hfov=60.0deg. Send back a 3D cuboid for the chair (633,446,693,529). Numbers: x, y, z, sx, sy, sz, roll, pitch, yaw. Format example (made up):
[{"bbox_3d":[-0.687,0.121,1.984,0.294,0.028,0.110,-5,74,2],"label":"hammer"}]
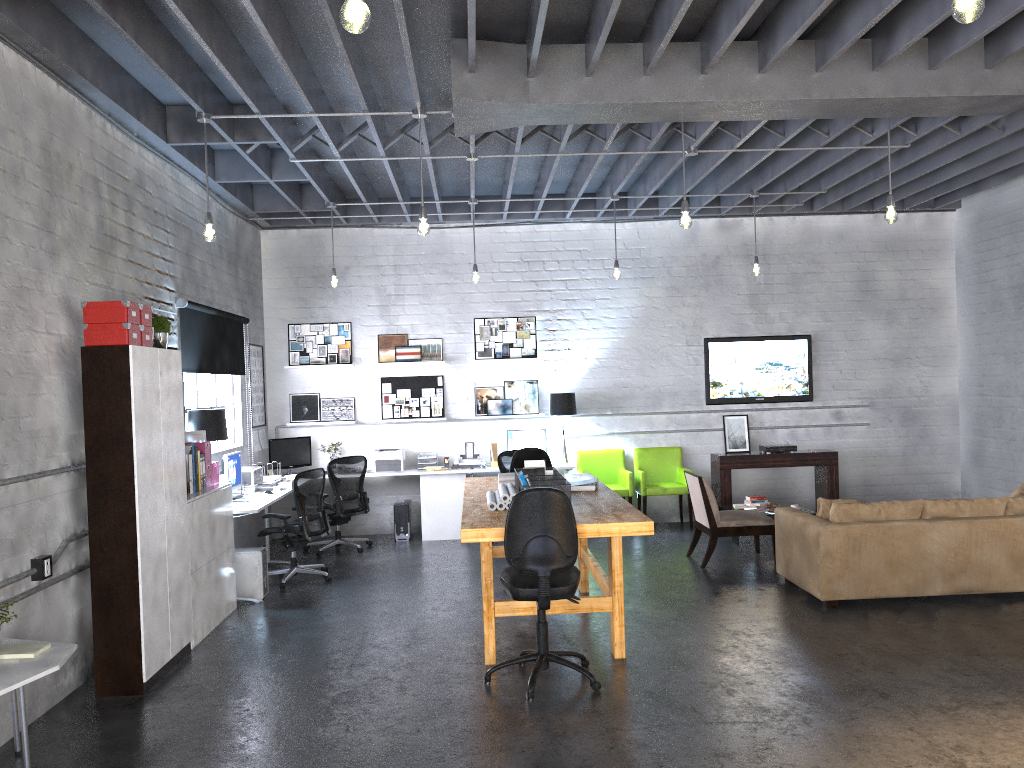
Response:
[{"bbox_3d":[1.782,1.222,10.475,0.611,0.920,0.516,-2,1,-2],"label":"chair"}]

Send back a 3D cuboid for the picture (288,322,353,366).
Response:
[{"bbox_3d":[-2.273,-0.472,10.503,0.749,0.503,0.058,-2,1,-2],"label":"picture"}]

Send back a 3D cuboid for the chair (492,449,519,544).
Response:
[{"bbox_3d":[0.038,1.226,9.869,0.731,1.031,0.753,-2,1,-34],"label":"chair"}]

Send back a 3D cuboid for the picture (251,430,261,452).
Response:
[{"bbox_3d":[-2.843,0.634,9.864,0.036,0.221,0.289,-2,0,-2],"label":"picture"}]

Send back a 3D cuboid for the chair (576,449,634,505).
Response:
[{"bbox_3d":[1.088,1.246,10.445,0.611,0.920,0.516,-2,1,-2],"label":"chair"}]

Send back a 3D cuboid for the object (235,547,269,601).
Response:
[{"bbox_3d":[-2.340,1.619,7.547,0.478,0.411,0.200,-2,1,-2],"label":"object"}]

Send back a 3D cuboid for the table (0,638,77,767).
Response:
[{"bbox_3d":[-2.311,1.559,3.896,0.517,0.532,1.336,-2,0,-2],"label":"table"}]

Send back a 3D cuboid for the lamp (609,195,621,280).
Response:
[{"bbox_3d":[1.087,-1.534,9.313,0.104,0.878,0.104,-2,1,-2],"label":"lamp"}]

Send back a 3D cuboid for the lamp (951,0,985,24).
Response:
[{"bbox_3d":[1.375,-1.540,2.694,0.104,0.878,0.104,-2,1,16],"label":"lamp"}]

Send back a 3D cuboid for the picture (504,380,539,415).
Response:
[{"bbox_3d":[0.115,0.162,10.622,0.410,0.408,0.047,-2,1,-2],"label":"picture"}]

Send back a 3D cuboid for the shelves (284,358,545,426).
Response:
[{"bbox_3d":[-1.135,0.088,10.491,3.024,0.694,0.199,-2,1,-2],"label":"shelves"}]

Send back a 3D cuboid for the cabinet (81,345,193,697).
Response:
[{"bbox_3d":[-2.339,0.801,5.598,0.291,2.047,0.873,-2,1,-2],"label":"cabinet"}]

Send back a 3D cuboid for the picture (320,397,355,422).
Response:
[{"bbox_3d":[-2.071,0.303,10.530,0.410,0.277,0.036,-2,1,-2],"label":"picture"}]

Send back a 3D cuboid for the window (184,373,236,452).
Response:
[{"bbox_3d":[-2.905,0.037,8.427,0.030,1.220,1.821,-2,0,-2],"label":"window"}]

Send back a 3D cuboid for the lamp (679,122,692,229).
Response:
[{"bbox_3d":[1.219,-1.537,6.288,0.104,0.878,0.104,-2,1,-2],"label":"lamp"}]

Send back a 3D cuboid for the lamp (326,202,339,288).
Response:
[{"bbox_3d":[-1.856,-1.433,9.187,0.104,0.878,0.104,-2,1,-2],"label":"lamp"}]

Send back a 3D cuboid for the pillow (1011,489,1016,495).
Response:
[{"bbox_3d":[4.271,1.050,7.229,0.238,0.375,0.749,-2,0,-3],"label":"pillow"}]

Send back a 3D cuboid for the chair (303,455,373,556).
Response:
[{"bbox_3d":[-1.919,1.293,9.632,0.753,1.031,0.731,-2,1,21],"label":"chair"}]

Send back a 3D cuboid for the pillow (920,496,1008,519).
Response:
[{"bbox_3d":[3.434,1.059,6.839,0.666,0.402,0.291,-2,1,-2],"label":"pillow"}]

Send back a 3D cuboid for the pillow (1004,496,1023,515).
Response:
[{"bbox_3d":[4.086,1.037,6.859,0.663,0.386,0.308,-2,1,0],"label":"pillow"}]

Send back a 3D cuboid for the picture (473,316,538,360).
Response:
[{"bbox_3d":[-0.077,-0.547,10.597,0.749,0.503,0.058,-2,1,-2],"label":"picture"}]

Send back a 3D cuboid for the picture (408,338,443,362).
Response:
[{"bbox_3d":[-1.031,-0.401,10.563,0.410,0.277,0.036,-2,1,-2],"label":"picture"}]

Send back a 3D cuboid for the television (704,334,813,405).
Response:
[{"bbox_3d":[2.984,-0.171,10.728,1.324,0.816,0.021,-2,1,-3],"label":"television"}]

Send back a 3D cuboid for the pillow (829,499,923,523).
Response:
[{"bbox_3d":[2.760,1.082,6.810,0.704,0.402,0.291,-2,1,-2],"label":"pillow"}]

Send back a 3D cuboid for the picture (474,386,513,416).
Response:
[{"bbox_3d":[-0.219,0.205,10.600,0.452,0.345,0.054,-2,1,-2],"label":"picture"}]

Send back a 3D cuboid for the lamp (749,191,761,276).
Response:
[{"bbox_3d":[2.573,-1.585,9.377,0.104,0.878,0.104,-1,1,41],"label":"lamp"}]

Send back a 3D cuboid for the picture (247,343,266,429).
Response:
[{"bbox_3d":[-2.880,0.021,10.019,0.020,0.935,0.658,-2,1,-2],"label":"picture"}]

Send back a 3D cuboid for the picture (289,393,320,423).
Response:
[{"bbox_3d":[-2.456,0.283,10.516,0.355,0.343,0.042,-2,1,-2],"label":"picture"}]

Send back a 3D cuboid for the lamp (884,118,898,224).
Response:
[{"bbox_3d":[2.704,-1.588,6.352,0.104,0.878,0.104,-1,1,41],"label":"lamp"}]

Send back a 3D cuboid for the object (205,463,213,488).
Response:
[{"bbox_3d":[-2.473,0.719,6.926,0.214,0.177,0.161,-2,1,-2],"label":"object"}]

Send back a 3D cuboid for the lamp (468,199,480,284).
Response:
[{"bbox_3d":[-0.393,-1.483,9.250,0.104,0.878,0.104,-2,1,-2],"label":"lamp"}]

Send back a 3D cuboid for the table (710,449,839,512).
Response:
[{"bbox_3d":[3.132,1.226,10.592,1.410,0.820,0.403,-2,1,-2],"label":"table"}]

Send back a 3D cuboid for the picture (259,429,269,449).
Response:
[{"bbox_3d":[-2.858,0.634,10.211,0.036,0.221,0.289,-2,0,-2],"label":"picture"}]

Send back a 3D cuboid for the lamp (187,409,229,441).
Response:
[{"bbox_3d":[-2.540,0.629,7.419,0.333,0.832,0.333,-3,1,-41],"label":"lamp"}]

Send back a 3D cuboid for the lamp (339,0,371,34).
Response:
[{"bbox_3d":[-0.477,-1.477,2.615,0.104,0.878,0.104,-2,1,16],"label":"lamp"}]

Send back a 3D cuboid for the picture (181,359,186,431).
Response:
[{"bbox_3d":[-2.751,0.159,7.162,0.020,0.780,0.606,-2,1,-2],"label":"picture"}]

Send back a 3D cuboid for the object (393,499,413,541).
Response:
[{"bbox_3d":[-1.263,1.581,10.308,0.180,0.411,0.476,-2,0,-2],"label":"object"}]

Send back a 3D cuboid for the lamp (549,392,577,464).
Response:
[{"bbox_3d":[0.607,0.520,10.443,0.333,0.832,0.333,-3,1,-41],"label":"lamp"}]

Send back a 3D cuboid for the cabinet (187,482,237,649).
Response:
[{"bbox_3d":[-2.465,1.318,6.638,0.465,1.021,1.151,-2,0,-2],"label":"cabinet"}]

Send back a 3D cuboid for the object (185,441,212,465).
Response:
[{"bbox_3d":[-2.479,0.542,6.923,0.214,0.177,0.161,-2,1,-2],"label":"object"}]

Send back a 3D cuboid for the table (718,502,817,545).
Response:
[{"bbox_3d":[2.759,1.499,9.584,0.873,0.300,0.873,-2,0,1],"label":"table"}]

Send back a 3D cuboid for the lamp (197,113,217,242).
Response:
[{"bbox_3d":[-2.113,-1.423,6.146,0.104,0.878,0.104,-2,1,-2],"label":"lamp"}]

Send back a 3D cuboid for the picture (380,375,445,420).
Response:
[{"bbox_3d":[-1.183,0.159,10.561,0.749,0.503,0.058,-2,1,-2],"label":"picture"}]

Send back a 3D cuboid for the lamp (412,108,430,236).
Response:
[{"bbox_3d":[-0.633,-1.474,6.209,0.104,0.878,0.104,-2,1,-2],"label":"lamp"}]

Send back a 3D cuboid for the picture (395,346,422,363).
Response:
[{"bbox_3d":[-1.235,-0.354,10.540,0.311,0.196,0.029,-2,1,-2],"label":"picture"}]

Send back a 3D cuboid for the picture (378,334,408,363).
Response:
[{"bbox_3d":[-1.417,-0.421,10.549,0.355,0.343,0.042,-2,1,-2],"label":"picture"}]

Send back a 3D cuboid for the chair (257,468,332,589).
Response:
[{"bbox_3d":[-2.031,1.298,8.169,0.753,1.031,0.732,-2,1,1],"label":"chair"}]

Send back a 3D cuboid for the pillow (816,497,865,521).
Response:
[{"bbox_3d":[2.612,1.086,7.016,0.523,0.403,0.319,-2,1,17],"label":"pillow"}]

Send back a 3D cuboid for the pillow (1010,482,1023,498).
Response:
[{"bbox_3d":[4.054,1.014,7.183,0.243,0.423,0.549,-1,1,38],"label":"pillow"}]

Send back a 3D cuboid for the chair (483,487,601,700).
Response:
[{"bbox_3d":[0.140,1.158,5.197,0.659,1.165,0.687,-2,1,-4],"label":"chair"}]

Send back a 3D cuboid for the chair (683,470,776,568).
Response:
[{"bbox_3d":[2.065,1.252,8.408,0.725,0.842,0.575,-2,1,-2],"label":"chair"}]

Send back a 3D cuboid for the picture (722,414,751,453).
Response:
[{"bbox_3d":[2.714,0.602,10.713,0.308,0.457,0.092,-2,1,-2],"label":"picture"}]

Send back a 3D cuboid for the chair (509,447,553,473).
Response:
[{"bbox_3d":[0.219,1.154,7.768,0.659,1.165,0.687,-2,1,-4],"label":"chair"}]
